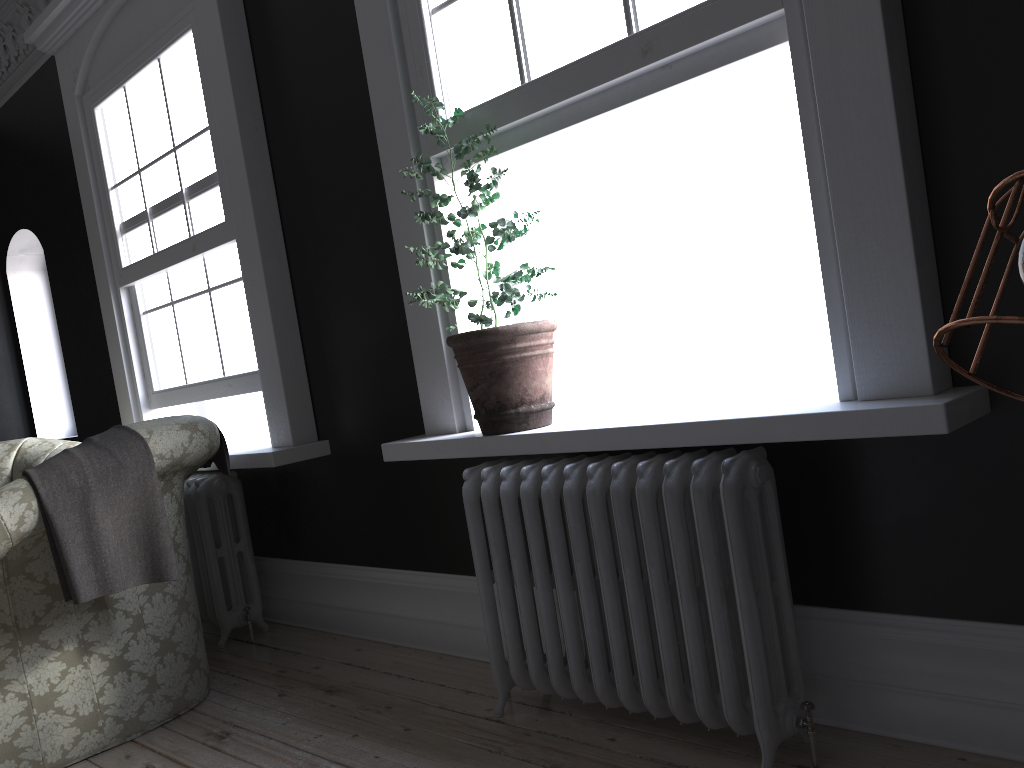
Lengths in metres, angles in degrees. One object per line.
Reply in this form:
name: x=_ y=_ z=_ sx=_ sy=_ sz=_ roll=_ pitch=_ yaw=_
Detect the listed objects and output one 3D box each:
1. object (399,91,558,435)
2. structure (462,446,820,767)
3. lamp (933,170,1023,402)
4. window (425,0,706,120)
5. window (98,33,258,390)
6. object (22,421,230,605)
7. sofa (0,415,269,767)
object: x=-0.113 y=-0.401 z=2.928 sx=0.505 sy=1.135 sz=0.474 roll=-9 pitch=3 yaw=-6
structure: x=0.322 y=0.633 z=2.630 sx=1.142 sy=0.849 sz=0.275 roll=-7 pitch=3 yaw=44
lamp: x=1.192 y=0.048 z=0.872 sx=1.717 sy=1.780 sz=0.437 roll=-9 pitch=3 yaw=-7
window: x=0.145 y=-1.389 z=2.685 sx=1.264 sy=1.018 sz=0.056 roll=-7 pitch=4 yaw=44
window: x=-1.768 y=-0.812 z=4.647 sx=1.264 sy=1.673 sz=0.056 roll=-7 pitch=4 yaw=44
object: x=-1.453 y=0.439 z=3.523 sx=0.517 sy=0.585 sz=1.365 roll=-9 pitch=2 yaw=4
sofa: x=-2.160 y=0.824 z=4.140 sx=1.603 sy=1.162 sz=2.816 roll=-11 pitch=3 yaw=-45
